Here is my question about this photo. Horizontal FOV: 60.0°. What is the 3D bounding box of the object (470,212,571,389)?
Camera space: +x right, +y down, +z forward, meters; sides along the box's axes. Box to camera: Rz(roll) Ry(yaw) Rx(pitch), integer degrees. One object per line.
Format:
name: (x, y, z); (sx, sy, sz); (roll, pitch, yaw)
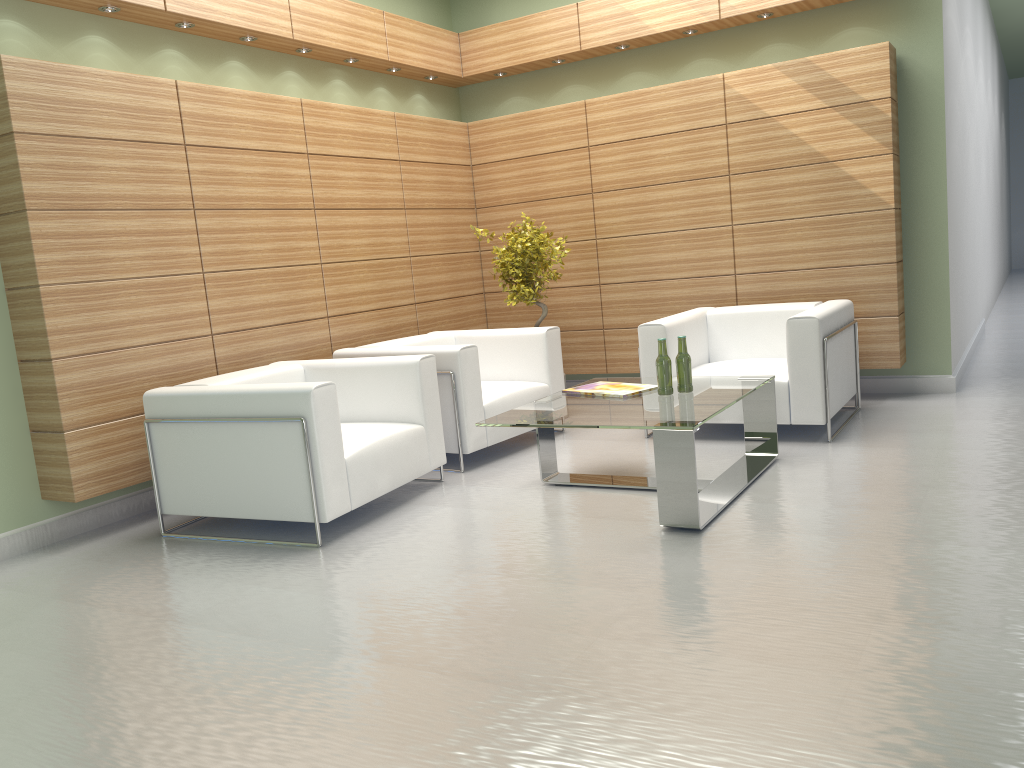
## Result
object: (0.179, -0.840, 10.998); (1.201, 2.565, 1.116); (-6, 8, -1)

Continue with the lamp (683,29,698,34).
lamp: (2.155, -4.285, 10.727); (0.181, 0.074, 0.181); (-2, 9, 25)

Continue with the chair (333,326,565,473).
chair: (-0.619, 0.100, 9.731); (1.769, 1.234, 1.894); (0, 10, 36)

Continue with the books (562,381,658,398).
books: (0.885, 0.046, 7.907); (0.508, 0.025, 0.762); (-12, 10, -38)

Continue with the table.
table: (1.059, 0.481, 7.474); (1.783, 0.742, 2.197); (-1, 9, 31)

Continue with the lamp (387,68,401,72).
lamp: (-1.497, -4.004, 11.221); (0.181, 0.074, 0.181); (-5, 8, 3)

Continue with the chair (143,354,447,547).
chair: (-1.808, 0.492, 7.772); (1.802, 1.234, 1.894); (-2, 9, 26)

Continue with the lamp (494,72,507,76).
lamp: (-0.160, -4.259, 12.115); (0.181, 0.074, 0.181); (-2, 9, 25)

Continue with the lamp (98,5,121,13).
lamp: (-3.543, -3.322, 7.796); (0.181, 0.074, 0.181); (-3, 8, 14)

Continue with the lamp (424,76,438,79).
lamp: (-1.088, -4.140, 11.905); (0.181, 0.074, 0.181); (-3, 8, 14)

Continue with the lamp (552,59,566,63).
lamp: (0.611, -4.267, 11.653); (0.181, 0.074, 0.181); (-2, 9, 25)

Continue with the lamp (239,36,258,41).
lamp: (-2.727, -3.594, 9.162); (0.181, 0.074, 0.181); (-5, 8, 3)

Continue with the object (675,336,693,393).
object: (1.436, -0.166, 7.417); (0.131, 0.475, 0.131); (-6, 8, -4)

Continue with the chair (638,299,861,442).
chair: (2.558, -0.170, 9.483); (1.894, 1.234, 1.802); (-1, 9, 31)

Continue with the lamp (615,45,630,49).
lamp: (1.391, -4.276, 11.185); (0.181, 0.074, 0.181); (-7, 8, -8)

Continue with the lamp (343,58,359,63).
lamp: (-1.911, -3.866, 10.527); (0.181, 0.074, 0.181); (-3, 8, 14)

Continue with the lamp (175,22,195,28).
lamp: (-3.132, -3.459, 8.483); (0.181, 0.074, 0.181); (-3, 8, 14)

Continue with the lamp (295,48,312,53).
lamp: (-2.315, -3.731, 9.851); (0.181, 0.074, 0.181); (-3, 8, 14)

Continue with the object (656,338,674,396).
object: (1.264, -0.144, 7.381); (0.131, 0.475, 0.131); (-6, 8, -4)

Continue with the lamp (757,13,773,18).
lamp: (2.930, -4.293, 10.262); (0.181, 0.074, 0.181); (-7, 8, -8)
